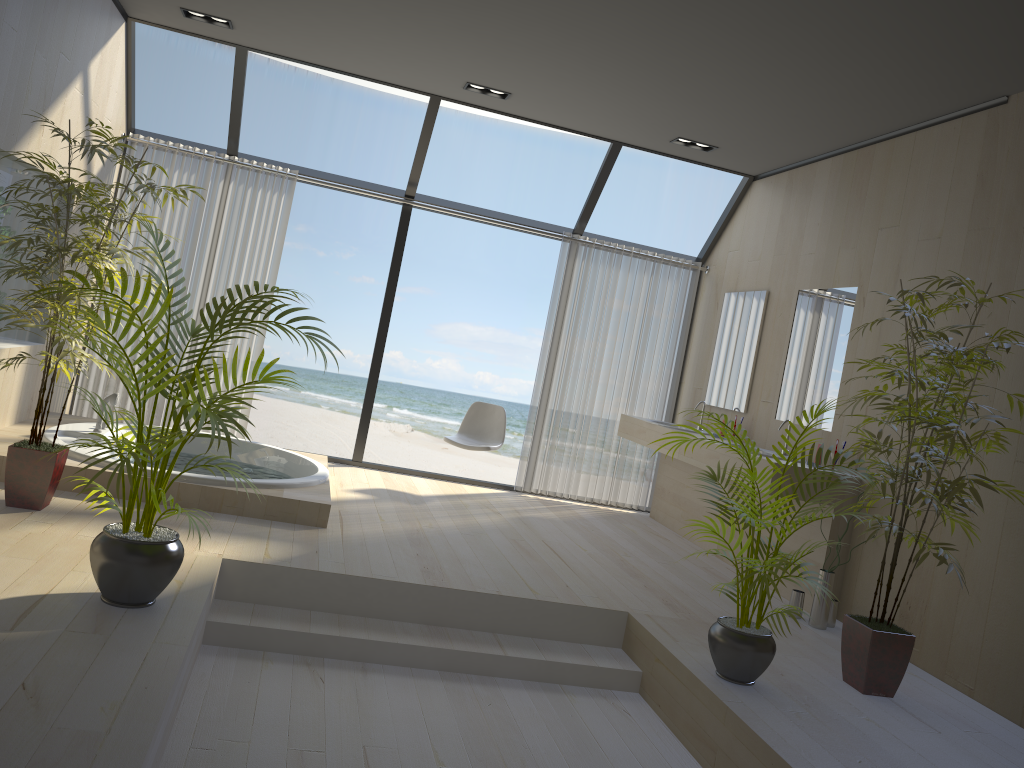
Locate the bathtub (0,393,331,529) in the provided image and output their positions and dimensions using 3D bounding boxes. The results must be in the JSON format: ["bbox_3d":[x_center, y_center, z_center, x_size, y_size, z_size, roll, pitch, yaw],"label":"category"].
[{"bbox_3d":[-2.002,0.474,5.206,1.816,0.699,1.651,11,1,-13],"label":"bathtub"}]

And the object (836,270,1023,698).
[{"bbox_3d":[1.689,0.409,3.656,0.788,1.759,0.932,11,-1,12],"label":"object"}]

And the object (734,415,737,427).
[{"bbox_3d":[1.525,0.304,6.070,0.012,0.178,0.049,10,-1,26],"label":"object"}]

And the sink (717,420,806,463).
[{"bbox_3d":[1.489,0.394,5.291,0.503,0.420,0.574,11,1,-9],"label":"sink"}]

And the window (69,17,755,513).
[{"bbox_3d":[-0.668,-0.694,6.576,4.549,2.818,0.746,11,-1,-12],"label":"window"}]

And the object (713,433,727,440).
[{"bbox_3d":[1.432,0.360,6.096,0.105,0.029,0.032,12,1,28],"label":"object"}]

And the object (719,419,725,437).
[{"bbox_3d":[1.469,0.315,6.172,0.039,0.135,0.038,10,-2,36],"label":"object"}]

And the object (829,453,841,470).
[{"bbox_3d":[1.791,0.437,4.918,0.058,0.100,0.058,11,-1,-2],"label":"object"}]

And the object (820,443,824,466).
[{"bbox_3d":[1.773,0.410,5.099,0.039,0.135,0.039,10,-1,29],"label":"object"}]

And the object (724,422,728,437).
[{"bbox_3d":[1.512,0.320,6.277,0.039,0.135,0.038,10,-2,36],"label":"object"}]

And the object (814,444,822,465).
[{"bbox_3d":[1.729,0.405,4.995,0.039,0.135,0.039,10,-1,29],"label":"object"}]

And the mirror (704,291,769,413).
[{"bbox_3d":[1.637,-0.249,6.499,0.023,0.869,0.654,11,0,-13],"label":"mirror"}]

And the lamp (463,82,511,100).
[{"bbox_3d":[-0.156,-1.991,5.868,0.300,0.112,0.164,11,1,-13],"label":"lamp"}]

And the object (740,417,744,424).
[{"bbox_3d":[1.553,0.310,6.092,0.054,0.175,0.012,11,-1,13],"label":"object"}]

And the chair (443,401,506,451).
[{"bbox_3d":[-0.250,0.315,6.524,0.370,0.348,0.453,11,1,16],"label":"chair"}]

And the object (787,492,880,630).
[{"bbox_3d":[1.715,0.899,4.628,0.405,0.750,0.275,11,-1,-25],"label":"object"}]

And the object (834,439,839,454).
[{"bbox_3d":[1.786,0.394,4.892,0.012,0.178,0.049,10,-1,26],"label":"object"}]

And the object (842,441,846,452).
[{"bbox_3d":[1.814,0.400,4.915,0.054,0.175,0.012,11,-1,13],"label":"object"}]

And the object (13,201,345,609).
[{"bbox_3d":[-1.139,0.083,3.071,1.060,1.347,0.876,11,0,-24],"label":"object"}]

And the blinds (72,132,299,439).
[{"bbox_3d":[-2.342,-0.665,6.404,1.180,2.073,0.084,11,-1,-12],"label":"blinds"}]

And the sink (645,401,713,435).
[{"bbox_3d":[1.228,0.304,6.469,0.503,0.420,0.574,11,1,-9],"label":"sink"}]

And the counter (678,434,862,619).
[{"bbox_3d":[1.448,0.808,5.324,0.549,0.791,1.208,11,1,-13],"label":"counter"}]

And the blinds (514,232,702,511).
[{"bbox_3d":[0.775,-0.083,7.104,1.180,2.073,0.084,11,-1,-12],"label":"blinds"}]

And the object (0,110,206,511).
[{"bbox_3d":[-2.056,-0.327,3.969,0.788,1.759,0.932,11,-1,12],"label":"object"}]

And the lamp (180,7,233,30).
[{"bbox_3d":[-1.878,-2.313,5.482,0.300,0.112,0.164,11,1,-13],"label":"lamp"}]

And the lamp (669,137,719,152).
[{"bbox_3d":[1.281,-1.723,6.191,0.300,0.112,0.164,11,1,-13],"label":"lamp"}]

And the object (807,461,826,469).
[{"bbox_3d":[1.692,0.450,4.918,0.105,0.029,0.032,12,1,28],"label":"object"}]

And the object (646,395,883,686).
[{"bbox_3d":[0.927,0.561,3.448,0.919,1.158,0.747,11,0,21],"label":"object"}]

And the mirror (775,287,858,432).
[{"bbox_3d":[1.887,-0.167,5.493,0.023,0.869,0.654,11,0,-13],"label":"mirror"}]

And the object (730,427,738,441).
[{"bbox_3d":[1.530,0.347,6.095,0.058,0.100,0.058,11,-1,-6],"label":"object"}]

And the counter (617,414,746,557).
[{"bbox_3d":[1.188,0.718,6.502,0.549,0.791,1.208,11,1,-13],"label":"counter"}]
